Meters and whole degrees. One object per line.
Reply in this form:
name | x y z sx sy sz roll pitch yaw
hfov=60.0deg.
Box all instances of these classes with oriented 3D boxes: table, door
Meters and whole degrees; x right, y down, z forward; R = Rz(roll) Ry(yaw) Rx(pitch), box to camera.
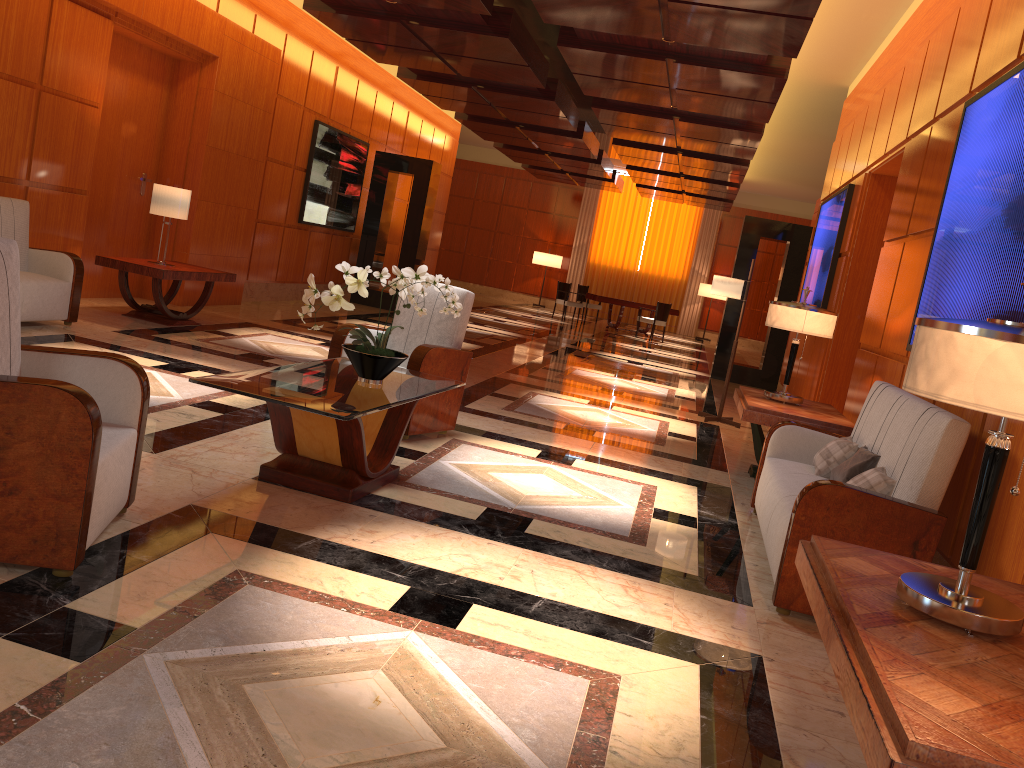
table | -0.842 0.225 4.336 0.724 0.494 1.564 13 8 13
table | 1.015 0.866 1.953 0.726 0.604 1.274 12 8 11
door | -3.922 -2.147 9.020 0.341 2.640 1.504 12 6 10
door | 3.140 -0.592 7.680 0.341 2.640 1.542 12 6 10
table | 1.865 0.438 6.081 0.726 0.604 1.274 12 8 11
table | -3.323 -0.877 8.511 0.726 0.532 1.171 13 8 13
table | 2.743 -1.558 20.610 2.103 0.738 0.788 8 7 -18

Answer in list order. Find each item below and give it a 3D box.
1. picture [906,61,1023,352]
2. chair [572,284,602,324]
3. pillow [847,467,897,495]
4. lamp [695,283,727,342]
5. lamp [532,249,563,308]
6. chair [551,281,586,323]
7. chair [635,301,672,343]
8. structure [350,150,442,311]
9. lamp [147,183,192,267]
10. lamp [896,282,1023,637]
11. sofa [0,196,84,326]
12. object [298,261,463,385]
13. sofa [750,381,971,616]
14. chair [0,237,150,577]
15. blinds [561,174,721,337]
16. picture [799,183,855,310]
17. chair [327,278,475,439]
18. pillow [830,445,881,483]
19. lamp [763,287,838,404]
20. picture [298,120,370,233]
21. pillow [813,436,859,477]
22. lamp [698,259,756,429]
picture | 2.277 -0.797 4.155 0.056 1.446 2.002 12 7 10
chair | 1.842 -1.973 21.849 0.579 0.890 0.584 16 8 38
pillow | 1.569 0.484 3.953 0.202 0.229 0.274 13 7 13
lamp | 5.359 -1.992 23.982 0.809 1.654 0.816 6 8 -39
lamp | 0.894 -2.977 24.841 0.809 1.654 0.816 6 8 -39
chair | 1.288 -1.918 20.719 0.583 0.890 0.580 5 9 -41
chair | 3.166 -1.407 19.689 0.583 0.890 0.580 6 8 -36
structure | -1.910 -2.478 14.587 0.987 2.488 0.501 12 6 11
lamp | -0.245 -0.124 2.865 0.334 0.731 13.085 7 9 -30
lamp | 1.109 0.149 2.027 0.460 0.806 0.459 13 7 20
sofa | -3.936 -0.901 6.371 0.613 0.928 1.804 12 8 11
object | -0.659 -0.316 4.385 0.787 0.615 0.420 9 7 -12
sofa | 1.617 0.457 4.380 0.613 0.928 1.804 12 8 11
chair | -1.600 0.027 2.953 0.628 0.957 0.742 10 7 -11
blinds | 3.621 -3.693 24.881 3.858 4.048 0.149 12 6 11
picture | 3.457 -1.391 9.884 0.056 1.446 2.002 12 7 10
chair | -0.713 -0.211 5.813 0.741 0.957 0.628 15 7 29
pillow | 1.695 0.432 4.383 0.160 0.252 0.359 12 7 7
lamp | 1.947 -0.279 6.087 0.457 0.790 0.461 8 7 -27
picture | -2.657 -3.075 13.402 0.056 1.446 2.002 12 7 10
pillow | 1.753 0.391 4.814 0.195 0.226 0.345 13 8 15
lamp | 2.149 -0.440 8.824 0.527 1.654 0.361 11 6 1
